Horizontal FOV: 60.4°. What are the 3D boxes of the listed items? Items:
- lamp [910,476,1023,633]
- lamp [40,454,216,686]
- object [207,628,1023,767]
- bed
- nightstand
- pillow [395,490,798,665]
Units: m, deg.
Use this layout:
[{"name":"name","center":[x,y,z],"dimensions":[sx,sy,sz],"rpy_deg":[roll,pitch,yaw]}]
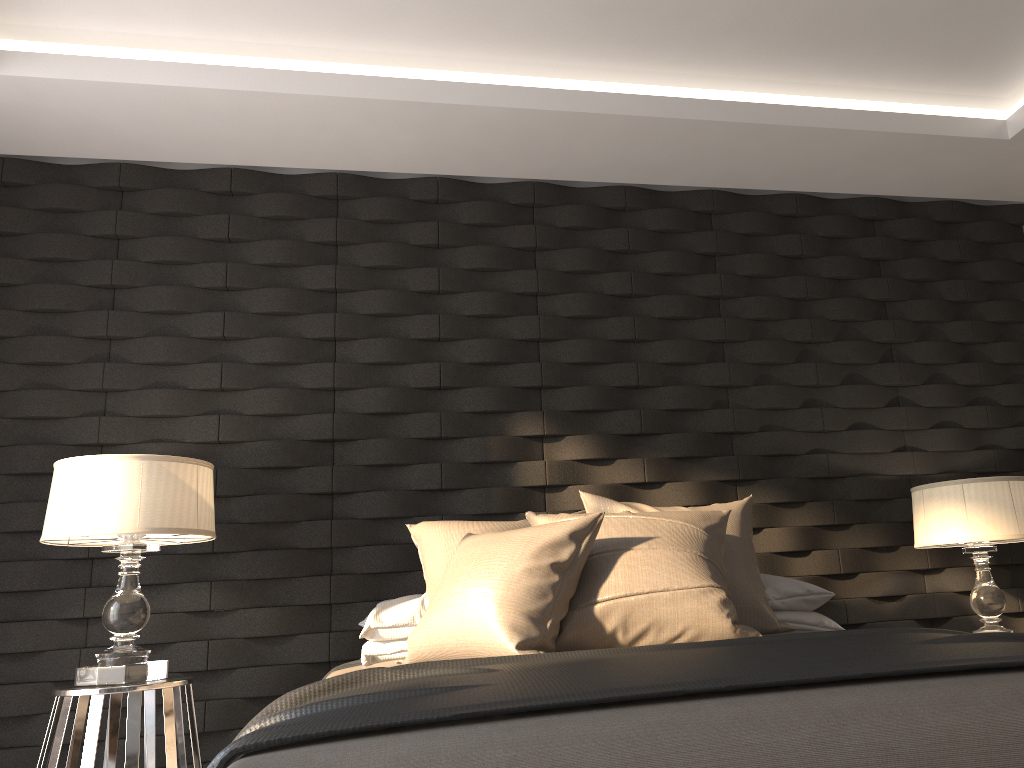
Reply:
[{"name":"lamp","center":[1.776,0.693,3.322],"dimensions":[0.441,0.631,0.490],"rpy_deg":[-15,-19,41]},{"name":"lamp","center":[-1.140,0.557,2.620],"dimensions":[0.449,0.631,0.482],"rpy_deg":[-8,-15,22]},{"name":"object","center":[0.431,0.692,1.753],"dimensions":[2.097,0.322,0.604],"rpy_deg":[0,-14,-12]},{"name":"bed","center":[0.390,0.974,2.139],"dimensions":[2.337,0.625,2.248],"rpy_deg":[-1,-14,-9]},{"name":"nightstand","center":[-1.106,1.156,2.471],"dimensions":[0.550,0.604,0.551],"rpy_deg":[-3,-14,3]},{"name":"pillow","center":[0.291,0.527,2.636],"dimensions":[1.281,0.519,0.883],"rpy_deg":[-1,-14,-9]}]
